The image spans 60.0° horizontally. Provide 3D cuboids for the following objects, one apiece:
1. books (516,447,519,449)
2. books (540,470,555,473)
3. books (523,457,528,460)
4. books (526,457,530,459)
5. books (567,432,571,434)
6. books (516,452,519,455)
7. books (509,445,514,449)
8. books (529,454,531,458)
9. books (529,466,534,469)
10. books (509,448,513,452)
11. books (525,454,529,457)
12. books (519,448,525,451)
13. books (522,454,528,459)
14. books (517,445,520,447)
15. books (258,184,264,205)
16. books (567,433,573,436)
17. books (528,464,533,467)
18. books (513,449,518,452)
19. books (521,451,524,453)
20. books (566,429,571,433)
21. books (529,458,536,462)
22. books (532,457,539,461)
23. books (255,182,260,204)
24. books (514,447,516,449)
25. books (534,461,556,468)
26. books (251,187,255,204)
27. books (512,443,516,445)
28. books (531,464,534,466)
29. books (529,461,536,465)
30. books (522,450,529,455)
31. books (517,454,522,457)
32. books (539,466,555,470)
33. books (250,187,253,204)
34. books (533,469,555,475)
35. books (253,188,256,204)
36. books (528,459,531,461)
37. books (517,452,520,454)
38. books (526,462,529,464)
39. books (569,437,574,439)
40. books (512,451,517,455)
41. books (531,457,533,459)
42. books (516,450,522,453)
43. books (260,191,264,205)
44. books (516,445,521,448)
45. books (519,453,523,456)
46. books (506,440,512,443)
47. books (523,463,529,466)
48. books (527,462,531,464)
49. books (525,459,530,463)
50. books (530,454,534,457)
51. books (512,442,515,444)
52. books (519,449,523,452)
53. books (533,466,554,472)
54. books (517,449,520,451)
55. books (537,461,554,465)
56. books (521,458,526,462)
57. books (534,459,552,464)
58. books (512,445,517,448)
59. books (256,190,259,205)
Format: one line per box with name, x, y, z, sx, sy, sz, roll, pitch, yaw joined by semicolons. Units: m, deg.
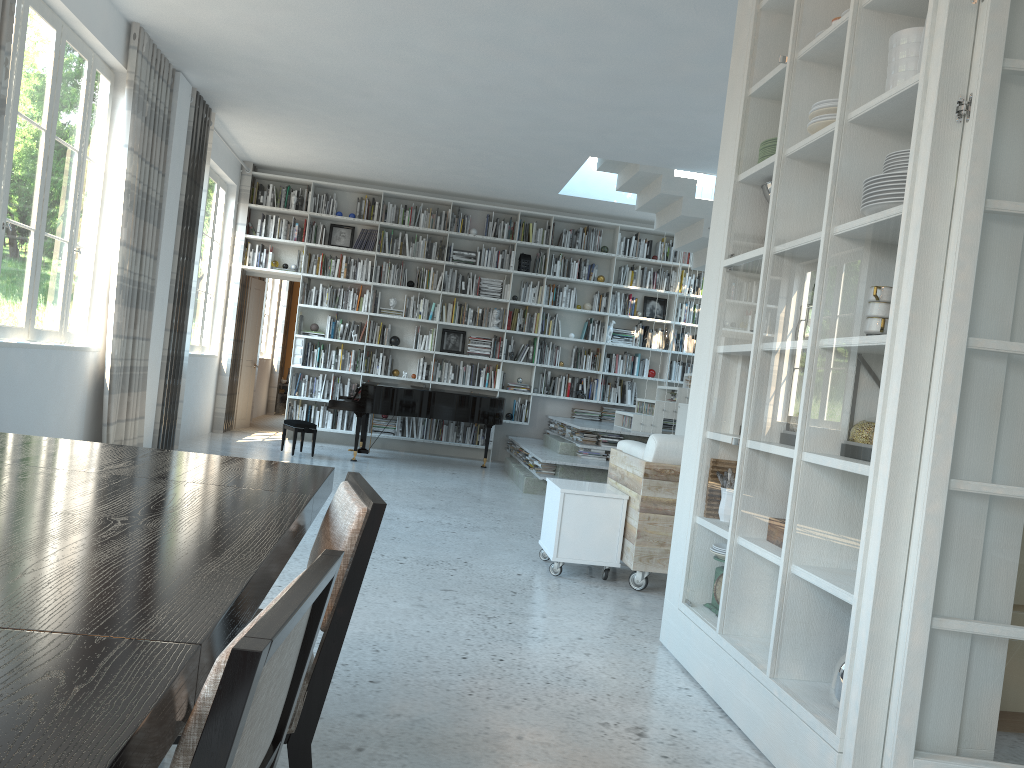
books;0.141;0.740;10.139;0.182;0.016;0.198;7;0;-2
books;0.340;0.843;8.623;0.132;0.014;0.205;7;0;-7
books;0.212;0.806;9.525;0.177;0.011;0.220;7;0;-5
books;0.248;0.780;9.220;0.180;0.017;0.182;7;0;-10
books;0.703;0.548;9.849;0.178;0.015;0.187;7;0;-2
books;0.145;0.808;10.141;0.159;0.012;0.292;7;0;-10
books;0.064;0.768;10.754;0.191;0.028;0.212;7;0;-3
books;0.266;0.760;9.222;0.141;0.028;0.222;7;0;-12
books;0.265;0.849;8.922;0.191;0.016;0.209;7;0;-2
books;0.067;0.810;10.756;0.189;0.030;0.237;7;0;-7
books;0.230;0.768;9.526;0.142;0.017;0.239;7;0;-11
books;0.181;0.734;9.831;0.179;0.012;0.249;7;0;-10
books;0.216;0.788;9.525;0.160;0.025;0.243;7;0;-12
books;0.154;0.713;10.139;0.174;0.011;0.227;7;0;-8
books;-3.029;-2.264;10.704;0.025;0.269;0.177;7;1;-7
books;0.711;0.569;9.851;0.167;0.024;0.192;7;0;-6
books;0.272;0.830;8.922;0.191;0.006;0.275;7;0;-5
books;0.110;0.797;10.450;0.172;0.014;0.221;7;0;-6
books;0.189;0.759;9.833;0.169;0.009;0.241;7;0;-7
books;0.710;0.527;9.849;0.174;0.029;0.250;7;0;-9
books;0.282;0.776;8.921;0.168;0.013;0.281;7;0;-12
books;0.314;0.737;8.617;0.192;0.014;0.256;7;0;-11
books;-3.072;-2.277;10.701;0.014;0.286;0.175;7;1;-7
books;0.110;0.761;10.449;0.171;0.020;0.193;7;0;-3
books;0.322;0.784;8.620;0.156;0.027;0.287;7;0;-12
books;-3.119;-2.254;10.716;0.024;0.228;0.129;7;1;-7
books;0.086;0.734;10.756;0.160;0.009;0.291;7;0;-5
books;0.287;0.826;8.923;0.170;0.006;0.268;7;0;-7
books;0.278;0.800;8.921;0.191;0.015;0.246;7;0;-6
books;0.220;0.743;9.524;0.170;0.014;0.281;7;0;-10
books;0.147;0.829;10.142;0.157;0.014;0.180;7;0;-10
books;0.339;0.809;8.622;0.137;0.019;0.224;7;0;-6
books;-3.136;-2.251;10.692;0.014;0.219;0.188;7;1;-7
books;0.308;0.855;8.620;0.184;0.017;0.230;7;0;-5
books;-3.095;-2.248;10.709;0.023;0.223;0.150;7;1;-7
books;0.249;0.792;9.221;0.171;0.007;0.260;7;0;-4
books;0.151;0.797;10.141;0.165;0.012;0.205;7;0;-7
books;0.248;0.838;9.222;0.171;0.005;0.297;7;0;-8
books;0.716;0.603;9.852;0.132;0.016;0.262;7;0;-2
books;0.101;0.816;10.450;0.177;0.026;0.230;7;0;-4
books;0.293;0.759;8.922;0.175;0.006;0.251;7;0;-7
books;0.148;0.777;10.141;0.159;0.011;0.246;7;0;-11
books;-3.008;-2.219;10.709;0.028;0.186;0.182;7;1;-7
books;0.150;0.726;10.139;0.171;0.015;0.252;7;0;-10
books;0.177;0.791;9.832;0.182;0.013;0.287;7;0;-6
books;0.033;0.729;11.045;0.191;0.013;0.243;7;0;-11
books;0.231;0.849;9.221;0.193;0.005;0.224;7;0;-11
books;0.246;0.822;9.221;0.180;0.008;0.267;7;0;-8
books;0.241;0.811;9.221;0.189;0.013;0.215;7;0;-9
books;0.286;0.729;8.920;0.182;0.016;0.256;7;0;-4
books;0.096;0.728;10.757;0.126;0.005;0.290;7;0;-12
books;0.183;0.747;9.832;0.165;0.014;0.235;7;0;-12
books;0.306;0.823;8.619;0.187;0.017;0.205;7;0;-2
books;0.146;0.753;10.140;0.169;0.009;0.241;7;0;-11
books;0.325;0.763;8.619;0.165;0.015;0.243;7;0;-3
books;0.200;0.823;9.524;0.189;0.009;0.290;7;0;-4
books;0.320;0.749;8.618;0.176;0.010;0.266;7;0;-11
books;0.109;0.743;10.449;0.180;0.015;0.294;7;0;-9
books;-3.059;-2.230;10.707;0.024;0.195;0.167;7;1;-7
